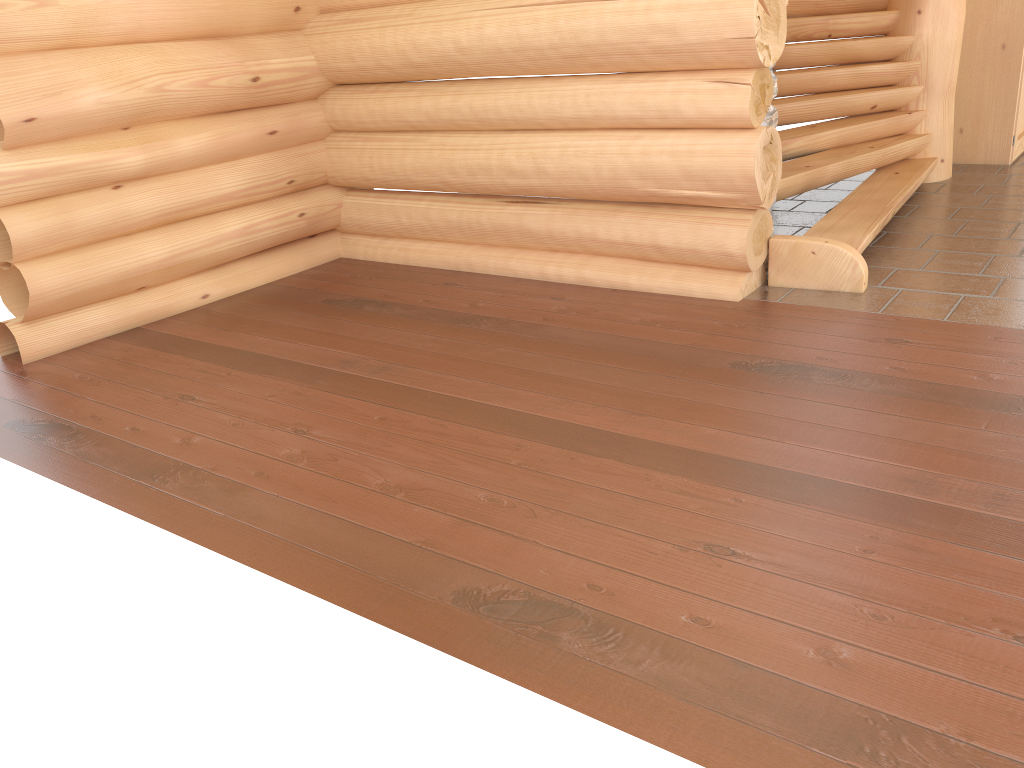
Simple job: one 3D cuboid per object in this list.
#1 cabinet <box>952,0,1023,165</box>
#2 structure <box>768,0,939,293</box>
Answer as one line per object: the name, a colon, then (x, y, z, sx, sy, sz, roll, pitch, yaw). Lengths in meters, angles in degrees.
cabinet: (4.391, -3.311, 7.794, 0.670, 2.403, 1.847, 11, 28, 35)
structure: (1.853, -2.020, 6.269, 1.951, 1.643, 3.604, 8, 26, 30)
